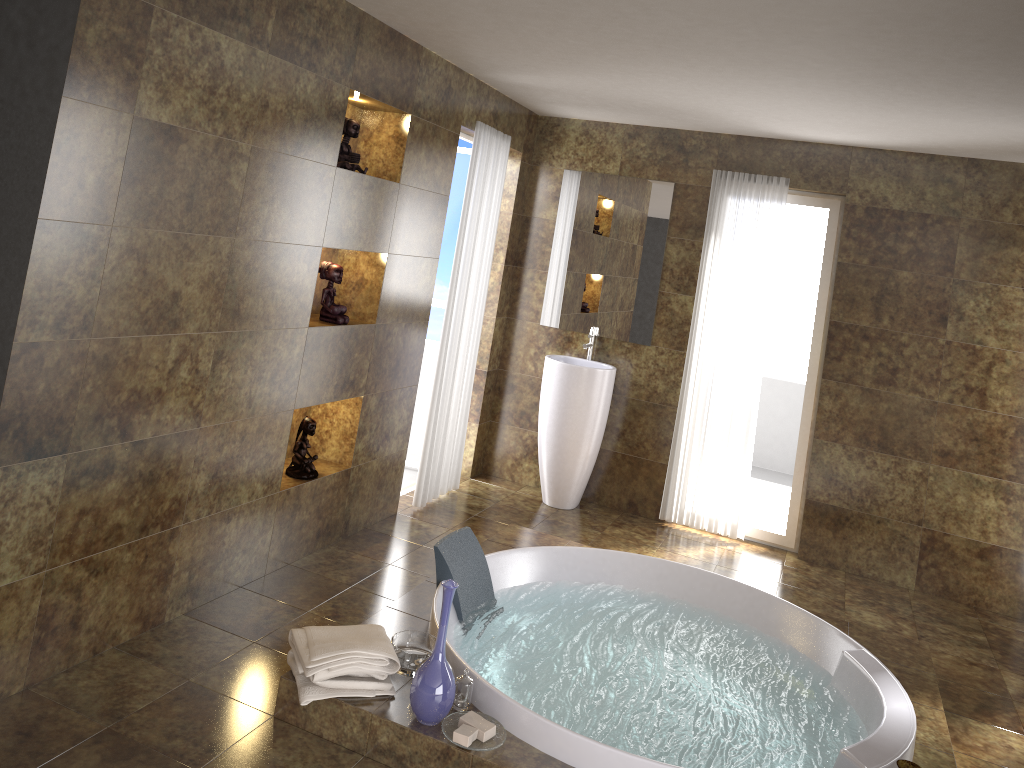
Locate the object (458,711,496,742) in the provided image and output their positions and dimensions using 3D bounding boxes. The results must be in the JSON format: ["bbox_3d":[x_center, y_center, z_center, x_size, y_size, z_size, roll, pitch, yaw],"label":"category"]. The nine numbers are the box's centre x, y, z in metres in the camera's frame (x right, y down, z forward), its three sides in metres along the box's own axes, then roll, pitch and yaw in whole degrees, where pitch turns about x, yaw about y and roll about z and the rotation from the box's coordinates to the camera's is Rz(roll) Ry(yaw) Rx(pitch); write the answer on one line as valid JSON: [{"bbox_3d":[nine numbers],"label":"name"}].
[{"bbox_3d":[-0.103,1.013,2.557,0.103,0.032,0.060,15,8,36],"label":"object"}]

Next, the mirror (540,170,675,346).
[{"bbox_3d":[0.629,-0.861,5.779,0.777,1.090,0.008,9,-4,21],"label":"mirror"}]

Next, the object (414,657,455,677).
[{"bbox_3d":[-0.230,0.831,2.756,0.132,0.308,0.127,8,-2,29],"label":"object"}]

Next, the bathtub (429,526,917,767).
[{"bbox_3d":[0.545,1.086,3.252,1.725,0.521,1.791,3,10,-38],"label":"bathtub"}]

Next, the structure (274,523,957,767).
[{"bbox_3d":[0.546,1.094,3.252,2.032,0.123,1.997,13,10,21],"label":"structure"}]

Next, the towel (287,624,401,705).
[{"bbox_3d":[-0.544,0.878,2.777,0.317,0.149,0.346,6,8,-24],"label":"towel"}]

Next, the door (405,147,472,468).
[{"bbox_3d":[-0.756,-0.585,5.943,0.968,2.224,0.039,9,-4,11],"label":"door"}]

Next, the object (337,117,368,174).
[{"bbox_3d":[-0.760,-1.134,4.101,0.154,0.266,0.120,9,-2,21],"label":"object"}]

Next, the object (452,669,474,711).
[{"bbox_3d":[-0.151,0.949,2.700,0.057,0.115,0.058,9,-1,-17],"label":"object"}]

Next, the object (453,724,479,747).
[{"bbox_3d":[-0.134,1.014,2.495,0.054,0.034,0.073,11,7,21],"label":"object"}]

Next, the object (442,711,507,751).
[{"bbox_3d":[-0.112,1.029,2.547,0.191,0.018,0.190,11,9,10],"label":"object"}]

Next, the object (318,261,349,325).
[{"bbox_3d":[-0.843,-0.434,4.112,0.177,0.284,0.110,9,-2,21],"label":"object"}]

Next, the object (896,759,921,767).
[{"bbox_3d":[1.016,1.131,2.240,0.229,0.274,0.231,9,1,-7],"label":"object"}]

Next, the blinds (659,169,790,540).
[{"bbox_3d":[1.336,-0.218,5.396,0.525,2.262,0.066,8,-4,21],"label":"blinds"}]

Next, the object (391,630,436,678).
[{"bbox_3d":[-0.328,0.907,2.910,0.170,0.075,0.171,9,7,2],"label":"object"}]

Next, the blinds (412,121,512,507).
[{"bbox_3d":[-0.269,-0.446,5.243,0.068,2.274,0.590,8,-3,20],"label":"blinds"}]

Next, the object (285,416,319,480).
[{"bbox_3d":[-0.959,0.289,4.037,0.154,0.273,0.149,9,-1,21],"label":"object"}]

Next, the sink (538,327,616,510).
[{"bbox_3d":[0.383,0.202,5.500,0.464,1.135,0.429,8,-2,24],"label":"sink"}]

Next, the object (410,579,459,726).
[{"bbox_3d":[-0.219,0.801,2.612,0.138,0.419,0.133,8,-3,29],"label":"object"}]
